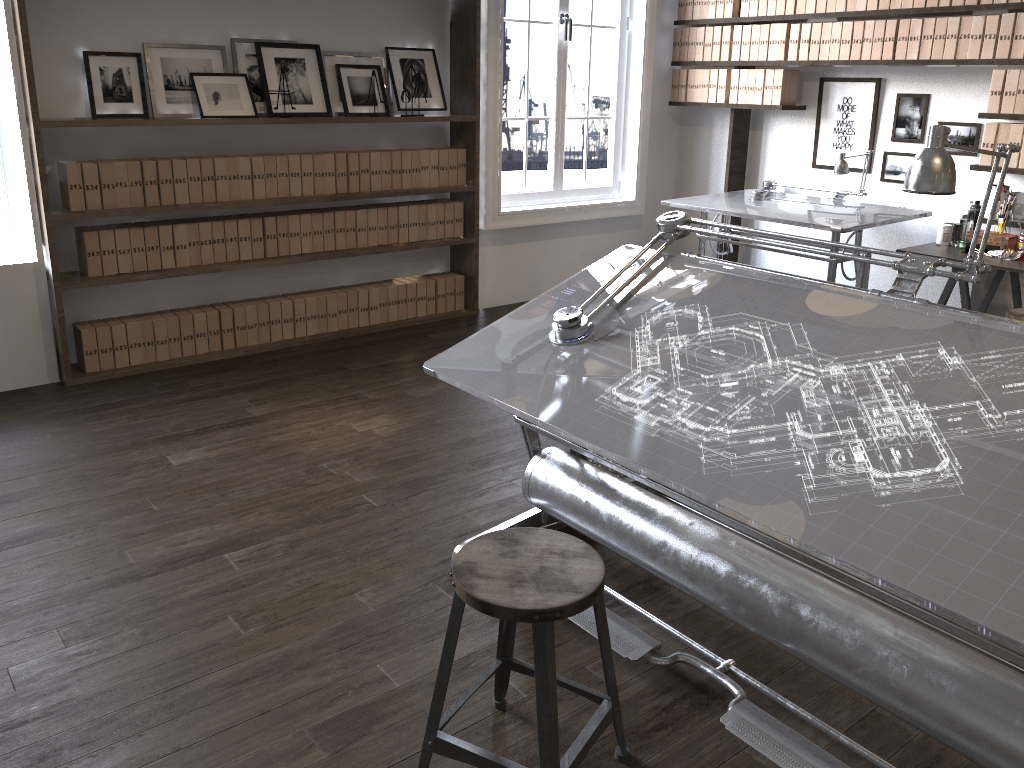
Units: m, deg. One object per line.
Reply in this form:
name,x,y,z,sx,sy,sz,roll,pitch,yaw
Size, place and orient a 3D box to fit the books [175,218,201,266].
books,-1.706,-0.747,4.661,0.067,0.222,0.176,-12,21,-36

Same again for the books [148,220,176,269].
books,-1.810,-0.720,4.577,0.067,0.222,0.176,-12,21,-37

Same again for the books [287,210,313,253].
books,-1.207,-0.867,5.039,0.067,0.222,0.176,-12,21,-37

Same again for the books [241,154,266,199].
books,-1.405,-1.122,4.792,0.067,0.222,0.176,-12,21,-36

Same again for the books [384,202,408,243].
books,-0.710,-0.986,5.417,0.067,0.222,0.176,-12,21,-36

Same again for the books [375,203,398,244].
books,-0.767,-0.974,5.378,0.067,0.222,0.176,-12,21,-37

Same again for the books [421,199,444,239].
books,-0.501,-1.039,5.582,0.067,0.222,0.176,-12,21,-37

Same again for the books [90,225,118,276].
books,-2.030,-0.666,4.407,0.067,0.222,0.176,-12,21,-37

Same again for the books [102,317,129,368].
books,-2.034,-0.212,4.546,0.067,0.222,0.176,-12,21,-36

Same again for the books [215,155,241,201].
books,-1.513,-1.097,4.714,0.067,0.222,0.176,-12,21,-37

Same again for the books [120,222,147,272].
books,-1.923,-0.695,4.497,0.067,0.222,0.176,-12,21,-36

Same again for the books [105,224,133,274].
books,-1.976,-0.681,4.453,0.067,0.222,0.176,-12,21,-37

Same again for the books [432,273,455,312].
books,-0.450,-0.597,5.762,0.067,0.222,0.176,-12,21,-37

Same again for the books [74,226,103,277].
books,-2.087,-0.653,4.363,0.067,0.222,0.176,-12,21,-36

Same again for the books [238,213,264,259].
books,-1.434,-0.813,4.870,0.067,0.222,0.176,-12,21,-37

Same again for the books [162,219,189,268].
books,-1.754,-0.734,4.622,0.067,0.222,0.176,-12,21,-36

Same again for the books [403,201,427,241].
books,-0.606,-1.013,5.500,0.067,0.222,0.176,-12,21,-37

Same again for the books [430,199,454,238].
books,-0.445,-1.052,5.624,0.067,0.222,0.176,-12,21,-37

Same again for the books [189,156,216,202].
books,-1.619,-1.072,4.634,0.067,0.222,0.176,-12,21,-37

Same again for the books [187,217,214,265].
books,-1.650,-0.758,4.697,0.067,0.222,0.176,-12,21,-37

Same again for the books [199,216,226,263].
books,-1.601,-0.773,4.742,0.067,0.222,0.176,-12,21,-36

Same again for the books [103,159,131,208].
books,-1.954,-0.990,4.377,0.067,0.222,0.176,-12,21,-37

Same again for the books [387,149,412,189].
books,-0.680,-1.296,5.344,0.067,0.222,0.176,-12,21,-37

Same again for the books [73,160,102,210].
books,-2.057,-0.963,4.292,0.067,0.222,0.176,-12,21,-37

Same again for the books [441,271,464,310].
books,-0.389,-0.611,5.805,0.067,0.222,0.176,-12,21,-36

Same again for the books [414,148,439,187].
books,-0.526,-1.334,5.463,0.067,0.222,0.176,-12,21,-37

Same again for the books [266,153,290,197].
books,-1.299,-1.150,4.880,0.067,0.222,0.176,-12,21,-37

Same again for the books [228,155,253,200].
books,-1.463,-1.108,4.750,0.067,0.222,0.176,-12,21,-37

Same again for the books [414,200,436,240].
books,-0.550,-1.024,5.537,0.067,0.222,0.176,-12,21,-36

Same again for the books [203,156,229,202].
books,-1.563,-1.083,4.670,0.067,0.222,0.176,-12,21,-36

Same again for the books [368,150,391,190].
books,-0.792,-1.272,5.266,0.067,0.222,0.176,-12,21,-36

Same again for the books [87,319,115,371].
books,-2.092,-0.200,4.507,0.067,0.222,0.176,-12,21,-37

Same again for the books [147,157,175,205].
books,-1.787,-1.031,4.507,0.067,0.222,0.176,-12,21,-36

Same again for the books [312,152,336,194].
books,-1.079,-1.202,5.045,0.067,0.222,0.176,-12,21,-36

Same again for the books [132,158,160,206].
books,-1.842,-1.016,4.458,0.067,0.222,0.176,-12,21,-37

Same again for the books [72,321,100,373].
books,-2.148,-0.187,4.466,0.067,0.222,0.176,-12,21,-37

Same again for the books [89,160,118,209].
books,-2.001,-0.977,4.336,0.067,0.222,0.176,-12,21,-36

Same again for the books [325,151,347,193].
books,-1.021,-1.217,5.092,0.067,0.222,0.176,-12,21,-37

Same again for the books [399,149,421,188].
books,-0.630,-1.310,5.388,0.067,0.222,0.176,-12,21,-36

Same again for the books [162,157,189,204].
books,-1.728,-1.044,4.546,0.067,0.222,0.176,-12,21,-36

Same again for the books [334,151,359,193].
books,-0.959,-1.229,5.132,0.067,0.222,0.176,-12,21,-36

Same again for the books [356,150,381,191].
books,-0.845,-1.257,5.220,0.067,0.222,0.176,-12,21,-37

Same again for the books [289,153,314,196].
books,-1.182,-1.175,4.960,0.067,0.222,0.176,-12,21,-36

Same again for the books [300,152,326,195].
books,-1.126,-1.188,5.004,0.067,0.222,0.176,-12,21,-37

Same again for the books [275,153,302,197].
books,-1.241,-1.162,4.919,0.067,0.222,0.176,-12,21,-36

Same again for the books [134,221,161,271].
books,-1.867,-0.708,4.538,0.067,0.222,0.176,-12,21,-36

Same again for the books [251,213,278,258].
books,-1.372,-0.826,4.911,0.067,0.222,0.176,-12,21,-36

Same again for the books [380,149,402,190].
books,-0.736,-1.285,5.308,0.067,0.222,0.176,-12,21,-36

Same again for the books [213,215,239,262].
books,-1.546,-0.786,4.784,0.067,0.222,0.176,-12,21,-36

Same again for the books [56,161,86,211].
books,-2.116,-0.950,4.251,0.067,0.222,0.176,-12,21,-37

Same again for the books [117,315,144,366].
books,-1.979,-0.226,4.591,0.067,0.222,0.176,-12,21,-37

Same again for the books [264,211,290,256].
books,-1.317,-0.841,4.959,0.067,0.222,0.176,-12,21,-37

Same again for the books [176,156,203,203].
books,-1.675,-1.058,4.592,0.067,0.222,0.176,-12,21,-37

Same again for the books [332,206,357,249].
books,-0.987,-0.918,5.203,0.067,0.222,0.176,-12,21,-37

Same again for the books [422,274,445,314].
books,-0.505,-0.582,5.713,0.067,0.222,0.176,-12,21,-36

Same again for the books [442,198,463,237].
books,-0.387,-1.064,5.664,0.067,0.222,0.176,-12,21,-36

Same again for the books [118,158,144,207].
books,-1.904,-1.003,4.418,0.067,0.222,0.176,-12,21,-36

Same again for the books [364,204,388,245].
books,-0.823,-0.961,5.337,0.067,0.222,0.176,-12,21,-37

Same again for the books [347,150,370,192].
books,-0.904,-1.245,5.181,0.067,0.222,0.176,-12,21,-37

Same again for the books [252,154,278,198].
books,-1.352,-1.136,4.837,0.067,0.222,0.176,-12,21,-37
